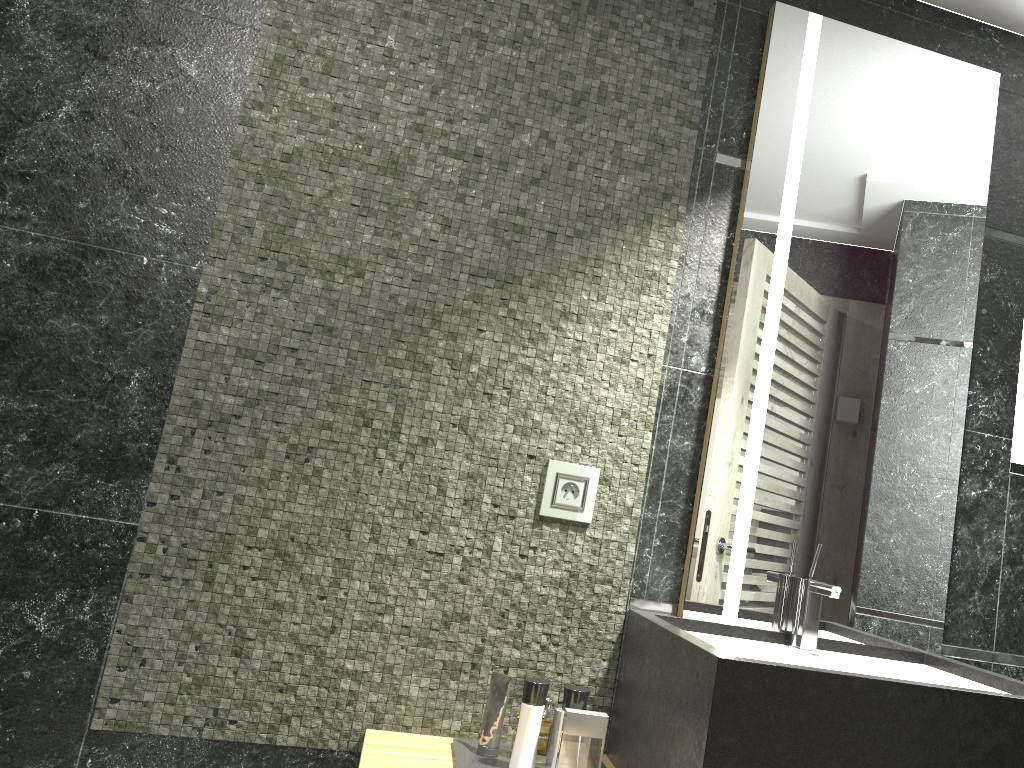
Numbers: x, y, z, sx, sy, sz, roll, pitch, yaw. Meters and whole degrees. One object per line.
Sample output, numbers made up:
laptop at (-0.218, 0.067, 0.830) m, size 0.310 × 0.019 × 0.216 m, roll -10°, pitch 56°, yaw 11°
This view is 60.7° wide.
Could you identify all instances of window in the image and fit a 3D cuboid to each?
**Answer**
window at (1.930, -0.157, 2.734) m, size 1.094 × 1.075 × 0.037 m, roll 12°, pitch -10°, yaw -13°

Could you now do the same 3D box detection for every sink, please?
sink at (0.701, 0.549, 1.819) m, size 0.743 × 0.410 × 0.524 m, roll 11°, pitch -9°, yaw -10°

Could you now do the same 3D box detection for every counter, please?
counter at (0.341, 1.021, 1.659) m, size 1.364 × 1.057 × 0.621 m, roll 12°, pitch -9°, yaw -11°

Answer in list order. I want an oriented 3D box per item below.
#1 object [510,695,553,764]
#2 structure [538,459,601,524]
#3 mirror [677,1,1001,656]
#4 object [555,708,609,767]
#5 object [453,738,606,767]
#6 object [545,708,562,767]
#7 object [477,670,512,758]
object at (0.049, 0.717, 1.830) m, size 0.085 × 0.133 × 0.056 m, roll 11°, pitch -9°, yaw -5°
structure at (0.134, 0.248, 2.012) m, size 0.127 × 0.129 × 0.016 m, roll 12°, pitch -10°, yaw -13°
mirror at (0.872, -0.160, 2.236) m, size 0.699 × 1.585 × 0.041 m, roll 13°, pitch -10°, yaw -12°
object at (0.134, 0.711, 1.705) m, size 0.086 × 0.137 × 0.031 m, roll 12°, pitch -10°, yaw -8°
object at (0.045, 0.768, 1.737) m, size 0.325 × 0.011 × 0.307 m, roll 11°, pitch -8°, yaw -8°
object at (0.123, 0.717, 1.809) m, size 0.086 × 0.154 × 0.030 m, roll 12°, pitch -10°, yaw -11°
object at (-0.036, 0.685, 1.815) m, size 0.046 × 0.164 × 0.044 m, roll 11°, pitch -10°, yaw -3°
